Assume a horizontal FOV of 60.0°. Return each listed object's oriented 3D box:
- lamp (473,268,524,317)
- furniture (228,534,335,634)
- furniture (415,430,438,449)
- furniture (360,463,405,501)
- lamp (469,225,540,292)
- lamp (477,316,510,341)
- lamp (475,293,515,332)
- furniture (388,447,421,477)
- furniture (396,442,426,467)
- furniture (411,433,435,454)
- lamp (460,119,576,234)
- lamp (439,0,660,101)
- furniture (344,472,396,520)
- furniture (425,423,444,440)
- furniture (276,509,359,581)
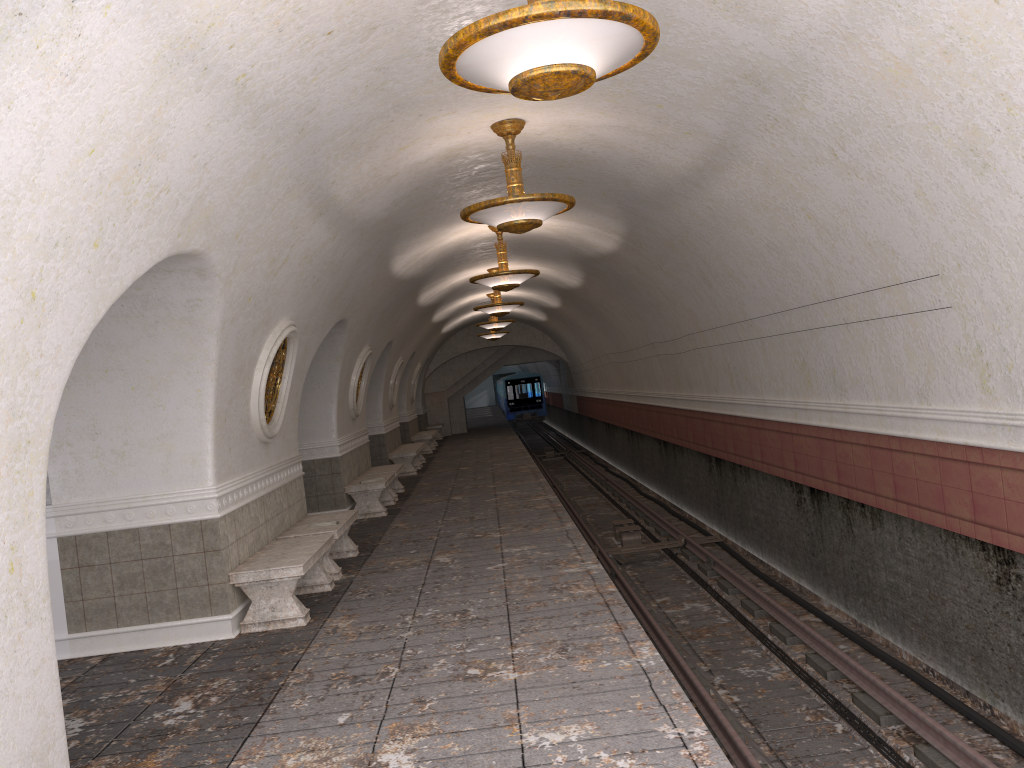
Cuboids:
[{"bbox_3d":[-0.290,-1.780,17.385,1.008,0.955,1.008,-7,0,14],"label":"lamp"},{"bbox_3d":[-1.999,1.756,7.955,0.613,0.508,1.509,-7,0,-2],"label":"furniture"},{"bbox_3d":[-2.629,1.746,27.619,0.613,0.508,1.509,-7,0,-2],"label":"furniture"},{"bbox_3d":[-2.245,1.752,15.642,0.613,0.508,1.509,-7,0,-2],"label":"furniture"},{"bbox_3d":[-0.136,-1.778,12.558,1.008,0.955,1.008,-7,0,-18],"label":"lamp"},{"bbox_3d":[-0.600,-1.784,27.038,1.008,0.955,1.008,-6,0,44],"label":"lamp"},{"bbox_3d":[-0.445,-1.782,22.211,1.008,0.955,1.008,-7,0,14],"label":"lamp"},{"bbox_3d":[-2.385,1.750,19.979,0.613,0.508,1.509,-7,0,-2],"label":"furniture"},{"bbox_3d":[-2.438,1.749,21.660,0.613,0.508,1.509,-7,0,-2],"label":"furniture"},{"bbox_3d":[-2.576,1.747,25.938,0.613,0.508,1.509,-7,0,-2],"label":"furniture"},{"bbox_3d":[0.020,-1.775,7.698,1.008,0.955,1.008,-7,0,-18],"label":"lamp"},{"bbox_3d":[0.137,-1.773,4.045,1.008,0.955,1.008,-6,0,44],"label":"lamp"},{"bbox_3d":[-2.192,1.753,13.961,0.613,0.508,1.509,-7,0,-2],"label":"furniture"},{"bbox_3d":[-2.778,1.744,32.238,0.613,0.508,1.509,-7,0,-2],"label":"furniture"},{"bbox_3d":[-2.053,1.755,9.636,0.613,0.508,1.509,-7,0,-2],"label":"furniture"}]
